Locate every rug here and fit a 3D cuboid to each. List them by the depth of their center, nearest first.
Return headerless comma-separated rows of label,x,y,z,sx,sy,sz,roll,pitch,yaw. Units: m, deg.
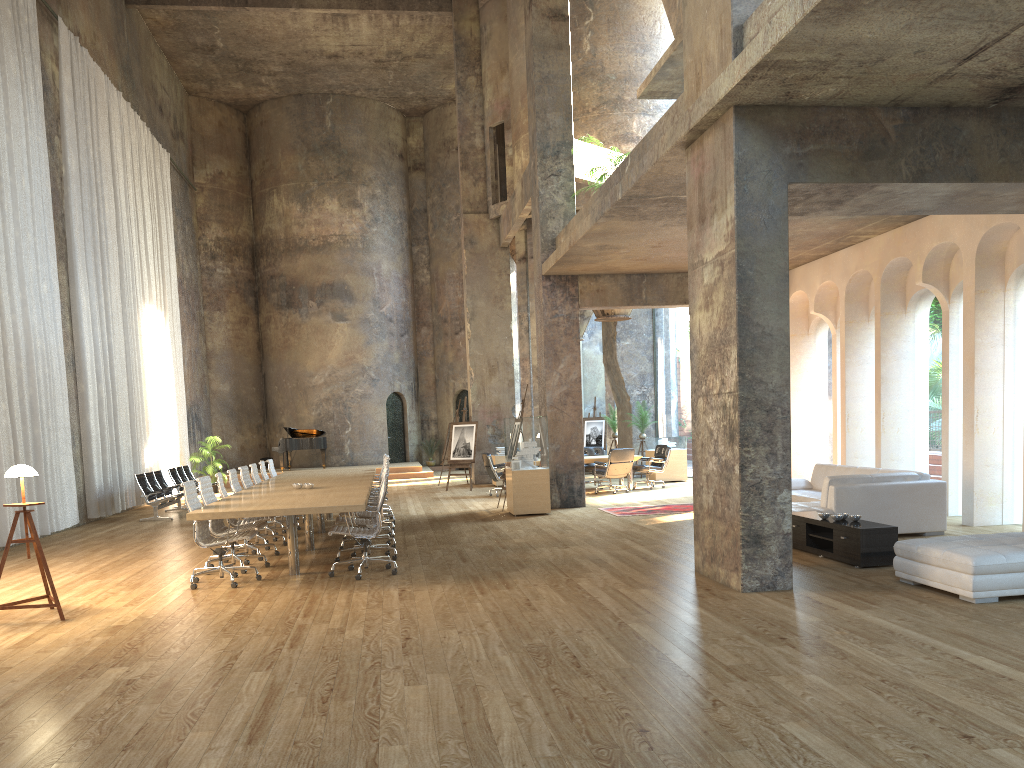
rug,2.709,1.973,13.976,2.460,0.009,1.340,-2,-3,-8

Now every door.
door,-3.791,1.405,28.350,0.091,2.317,0.895,2,6,40
door,-1.444,1.492,28.675,0.902,2.655,0.110,1,6,34

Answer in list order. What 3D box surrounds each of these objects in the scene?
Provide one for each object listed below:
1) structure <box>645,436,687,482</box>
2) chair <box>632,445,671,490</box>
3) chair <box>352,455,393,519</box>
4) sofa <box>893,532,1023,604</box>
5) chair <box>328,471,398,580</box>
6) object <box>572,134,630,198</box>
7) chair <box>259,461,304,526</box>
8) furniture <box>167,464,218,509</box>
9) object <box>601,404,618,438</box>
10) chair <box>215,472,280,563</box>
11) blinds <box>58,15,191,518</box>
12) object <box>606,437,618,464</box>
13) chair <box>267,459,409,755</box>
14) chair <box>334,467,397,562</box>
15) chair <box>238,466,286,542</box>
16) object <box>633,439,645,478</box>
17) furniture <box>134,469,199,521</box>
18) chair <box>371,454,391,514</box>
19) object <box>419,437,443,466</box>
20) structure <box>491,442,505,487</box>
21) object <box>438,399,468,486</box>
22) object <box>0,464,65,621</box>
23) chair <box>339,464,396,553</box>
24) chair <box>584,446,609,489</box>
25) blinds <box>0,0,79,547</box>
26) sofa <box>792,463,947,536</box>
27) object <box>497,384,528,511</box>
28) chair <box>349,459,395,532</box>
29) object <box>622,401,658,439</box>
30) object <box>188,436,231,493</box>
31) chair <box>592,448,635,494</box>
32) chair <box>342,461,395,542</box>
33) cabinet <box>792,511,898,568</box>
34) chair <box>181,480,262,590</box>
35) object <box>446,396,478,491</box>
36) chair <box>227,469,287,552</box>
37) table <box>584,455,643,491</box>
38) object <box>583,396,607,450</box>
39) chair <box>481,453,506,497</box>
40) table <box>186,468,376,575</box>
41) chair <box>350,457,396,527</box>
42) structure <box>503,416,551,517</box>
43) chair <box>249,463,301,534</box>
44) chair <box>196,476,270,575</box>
structure,3.495,1.707,19.943,0.734,1.023,0.739,-3,2,-8
chair,2.838,1.718,18.214,0.819,0.900,0.726,-3,2,-14
chair,-2.272,1.680,14.191,0.699,1.034,0.660,-2,3,1
sofa,4.288,1.241,7.040,2.065,0.727,1.066,-2,0,-8
chair,-1.513,1.408,8.826,0.699,1.034,0.660,-2,3,-2
object,1.645,-2.944,13.873,1.401,1.825,1.347,-2,2,-2
chair,-3.648,1.725,13.933,0.698,1.034,0.660,-3,3,-5
furniture,-6.760,2.162,18.815,0.707,0.847,1.863,-3,-1,-8
object,2.690,0.962,23.325,0.688,0.948,0.853,-2,2,13
chair,-3.129,1.543,10.351,0.698,1.034,0.661,-3,3,-8
blinds,-8.079,-1.757,19.060,0.275,8.717,7.782,-3,2,-7
object,2.788,1.913,23.393,0.657,0.981,0.567,-3,3,-14
chair,-0.961,1.678,15.193,12.939,1.039,31.367,-2,-3,-8
chair,-1.643,1.455,9.763,0.698,1.034,0.660,-3,3,-5
chair,-3.391,1.634,12.140,0.699,1.034,0.660,-2,3,1
object,3.216,1.785,20.922,0.571,0.981,0.653,-1,3,28
furniture,-6.428,2.043,16.457,0.707,0.847,1.863,-3,-1,-8
chair,-2.428,1.725,15.040,0.699,1.034,0.660,-2,3,-2
object,-2.651,2.217,28.993,0.912,0.999,0.901,-2,2,3
structure,-0.069,1.891,20.776,0.742,1.023,0.730,-3,3,-8
object,-1.451,1.451,21.740,0.685,2.166,0.694,-1,5,18
object,-3.940,1.310,7.260,0.571,1.309,0.652,0,4,25
chair,-1.773,1.501,10.669,0.699,1.034,0.660,-2,3,-2
chair,1.765,1.790,18.836,0.729,0.900,0.816,-3,2,-7
blinds,-6.875,-2.190,10.526,0.275,8.717,7.782,-3,2,-7
sofa,3.702,1.450,11.189,2.062,0.727,2.916,-2,-2,-8
object,0.081,1.082,14.939,0.684,2.166,0.695,-3,4,-9
chair,-2.020,1.590,12.426,0.699,1.034,0.660,-2,3,-2
object,3.012,0.839,20.894,0.858,0.948,0.683,-2,2,-5
object,-7.618,2.046,22.221,1.089,1.469,1.123,-3,2,-17
chair,1.963,1.718,17.403,0.726,0.900,0.819,-4,2,-34
chair,-1.900,1.546,11.556,0.699,1.034,0.660,-2,3,1
cabinet,3.244,1.541,8.817,0.395,0.372,1.555,-2,-2,-8
chair,-2.861,1.455,8.656,0.699,1.034,0.660,-2,3,-2
object,-1.084,1.353,19.889,0.702,2.166,0.677,0,5,24
chair,-3.271,1.590,11.270,0.699,1.034,0.660,-2,3,-2
table,1.367,1.865,18.024,2.407,0.706,1.099,-2,0,-8
object,2.308,1.418,24.440,0.702,2.166,0.677,-1,5,21
chair,-0.176,1.824,17.818,0.819,0.900,0.726,-3,2,-12
table,-2.686,1.726,11.923,1.599,0.764,7.681,-2,-2,-8
chair,-2.145,1.637,13.347,0.698,1.034,0.661,-3,3,-8
structure,0.237,1.311,14.086,0.594,1.561,0.737,-3,4,-8
chair,-3.518,1.679,13.027,0.699,1.034,0.660,-2,3,-2
chair,-3.010,1.500,9.505,0.699,1.034,0.660,-2,3,1
